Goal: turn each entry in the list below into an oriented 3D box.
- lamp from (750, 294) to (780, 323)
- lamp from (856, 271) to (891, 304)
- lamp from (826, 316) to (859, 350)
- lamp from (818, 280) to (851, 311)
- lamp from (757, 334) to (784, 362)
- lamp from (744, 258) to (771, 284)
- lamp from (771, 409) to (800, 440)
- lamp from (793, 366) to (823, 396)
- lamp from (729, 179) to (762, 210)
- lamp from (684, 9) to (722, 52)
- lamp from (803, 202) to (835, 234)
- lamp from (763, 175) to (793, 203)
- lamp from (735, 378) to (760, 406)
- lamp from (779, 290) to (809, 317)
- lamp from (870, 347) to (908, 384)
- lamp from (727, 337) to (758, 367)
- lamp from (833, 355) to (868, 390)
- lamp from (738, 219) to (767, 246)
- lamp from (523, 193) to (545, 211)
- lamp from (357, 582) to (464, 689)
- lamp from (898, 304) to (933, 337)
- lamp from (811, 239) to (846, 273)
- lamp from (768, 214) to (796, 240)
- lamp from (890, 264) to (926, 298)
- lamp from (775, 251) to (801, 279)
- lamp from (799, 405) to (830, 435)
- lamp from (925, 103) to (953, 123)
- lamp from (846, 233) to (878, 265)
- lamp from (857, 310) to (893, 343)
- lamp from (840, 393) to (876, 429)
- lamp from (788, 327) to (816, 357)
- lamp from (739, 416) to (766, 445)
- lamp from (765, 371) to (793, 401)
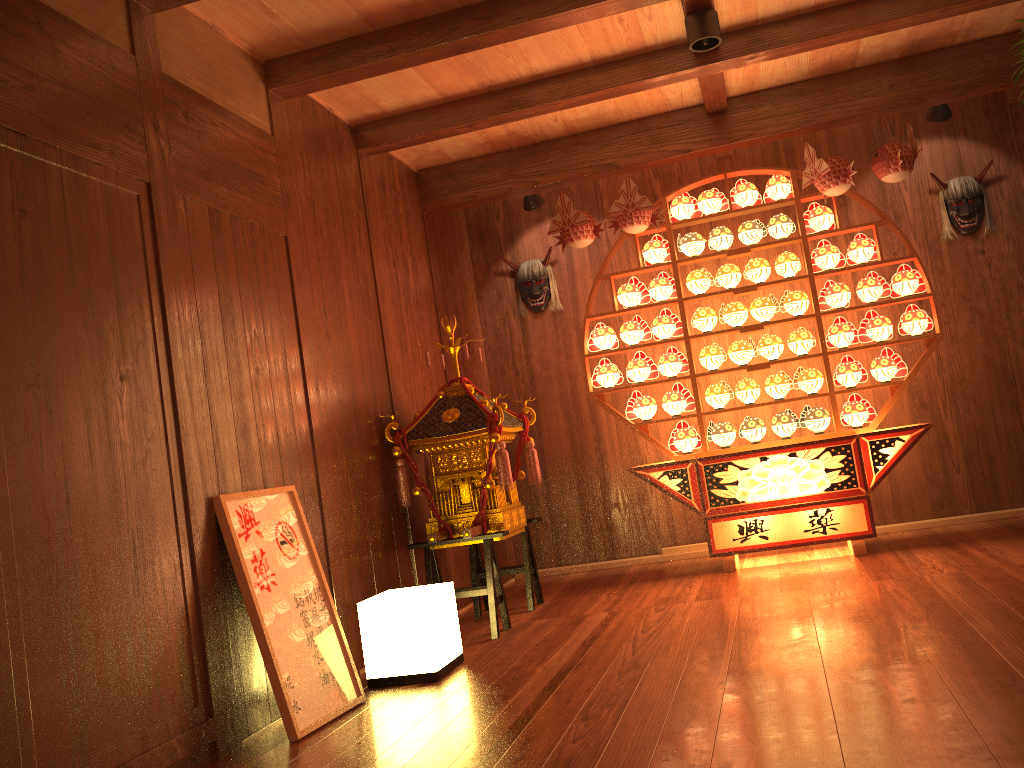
[{"bbox_3d":[1.408,-0.422,4.987,0.161,0.167,0.136,-7,-5,-21],"label":"lamp"},{"bbox_3d":[1.959,-0.531,4.857,0.175,0.191,0.162,-13,-7,44],"label":"lamp"},{"bbox_3d":[1.812,-0.285,4.876,0.184,0.195,0.161,-11,-5,24],"label":"lamp"},{"bbox_3d":[1.804,-0.502,4.889,0.191,0.187,0.156,-8,-5,-6],"label":"lamp"},{"bbox_3d":[1.454,-0.208,4.954,0.139,0.167,0.157,-9,-5,-1],"label":"lamp"},{"bbox_3d":[1.392,-0.643,4.989,0.140,0.167,0.156,-8,-5,-6],"label":"lamp"},{"bbox_3d":[1.511,0.226,4.924,0.134,0.167,0.162,-13,-7,44],"label":"lamp"},{"bbox_3d":[1.659,-0.024,4.901,0.143,0.173,0.153,-7,-5,-21],"label":"lamp"},{"bbox_3d":[1.328,-1.094,5.024,0.199,0.200,0.158,-9,-5,4],"label":"lamp"},{"bbox_3d":[0.803,-1.483,3.711,0.144,0.120,0.135,-6,-6,-31],"label":"lamp"},{"bbox_3d":[1.723,-0.940,4.927,0.201,0.200,0.157,-9,-5,-1],"label":"lamp"},{"bbox_3d":[1.500,-1.118,4.985,0.185,0.188,0.160,-10,-5,19],"label":"lamp"},{"bbox_3d":[1.325,0.040,4.971,0.137,0.161,0.159,-10,-5,14],"label":"lamp"},{"bbox_3d":[1.592,-0.458,4.937,0.142,0.173,0.154,-7,-5,-16],"label":"lamp"},{"bbox_3d":[2.020,-0.101,4.822,0.162,0.200,0.193,-4,-6,-41],"label":"lamp"},{"bbox_3d":[1.287,-0.176,4.999,0.159,0.161,0.137,-8,-5,-11],"label":"lamp"},{"bbox_3d":[1.848,-0.068,4.858,0.181,0.193,0.161,-11,-5,24],"label":"lamp"},{"bbox_3d":[1.346,-0.857,5.015,0.162,0.167,0.135,-5,-6,-36],"label":"lamp"},{"bbox_3d":[0.129,-1.139,5.374,0.135,0.176,0.175,-9,-5,0],"label":"lamp"},{"bbox_3d":[-0.384,0.959,3.399,0.276,0.315,0.285,-10,-5,14],"label":"lamp"},{"bbox_3d":[2.181,-0.348,4.795,0.178,0.192,0.161,-11,-5,24],"label":"lamp"},{"bbox_3d":[1.749,-0.722,4.910,0.197,0.200,0.159,-10,-5,14],"label":"lamp"},{"bbox_3d":[1.506,-0.889,4.974,0.135,0.173,0.161,-11,-5,29],"label":"lamp"},{"bbox_3d":[2.138,-0.567,4.815,0.194,0.200,0.162,-11,-5,29],"label":"lamp"},{"bbox_3d":[1.543,-0.672,4.955,0.137,0.173,0.160,-10,-5,19],"label":"lamp"},{"bbox_3d":[1.692,0.192,4.886,0.143,0.173,0.153,-7,-5,-21],"label":"lamp"},{"bbox_3d":[2.348,-1.526,4.889,0.131,0.177,0.180,-12,-6,34],"label":"lamp"},{"bbox_3d":[1.918,-0.749,4.874,0.184,0.195,0.162,-11,-5,29],"label":"lamp"},{"bbox_3d":[2.008,-0.322,4.833,0.201,0.200,0.157,-9,-5,-1],"label":"lamp"},{"bbox_3d":[1.878,0.147,4.845,0.189,0.197,0.162,-11,-5,29],"label":"lamp"},{"bbox_3d":[1.603,-0.237,4.922,0.135,0.173,0.161,-11,-5,29],"label":"lamp"},{"bbox_3d":[1.358,0.256,4.955,0.140,0.161,0.156,-8,-5,-6],"label":"lamp"},{"bbox_3d":[1.479,0.010,4.941,0.134,0.167,0.162,-13,-7,44],"label":"lamp"}]
